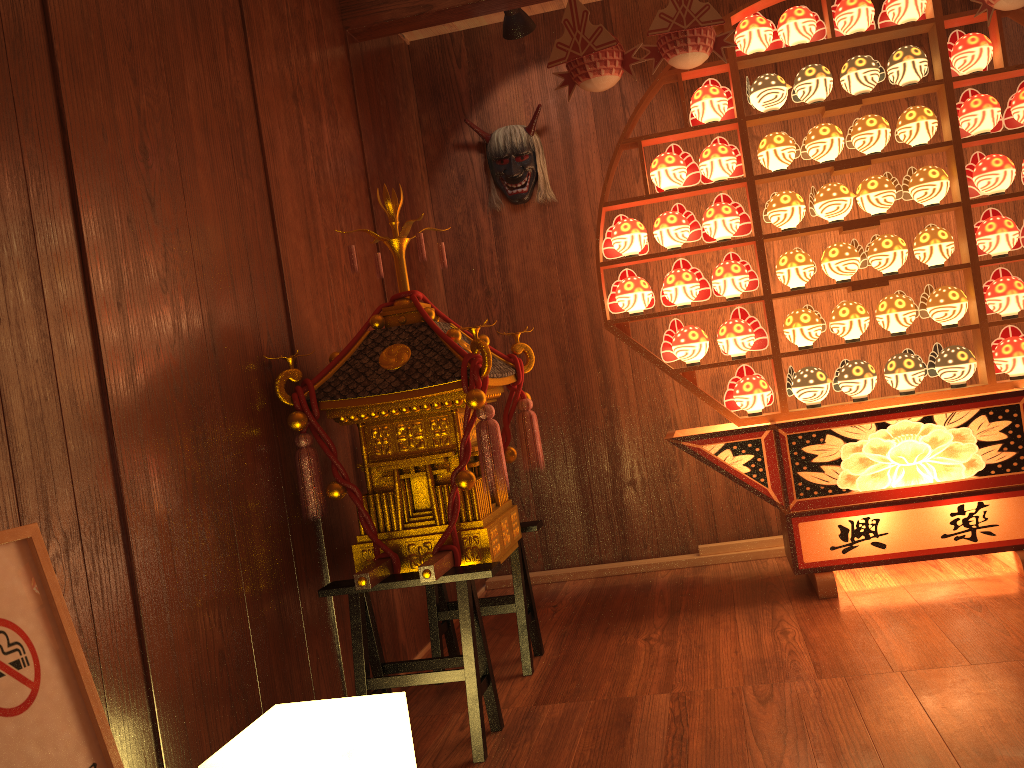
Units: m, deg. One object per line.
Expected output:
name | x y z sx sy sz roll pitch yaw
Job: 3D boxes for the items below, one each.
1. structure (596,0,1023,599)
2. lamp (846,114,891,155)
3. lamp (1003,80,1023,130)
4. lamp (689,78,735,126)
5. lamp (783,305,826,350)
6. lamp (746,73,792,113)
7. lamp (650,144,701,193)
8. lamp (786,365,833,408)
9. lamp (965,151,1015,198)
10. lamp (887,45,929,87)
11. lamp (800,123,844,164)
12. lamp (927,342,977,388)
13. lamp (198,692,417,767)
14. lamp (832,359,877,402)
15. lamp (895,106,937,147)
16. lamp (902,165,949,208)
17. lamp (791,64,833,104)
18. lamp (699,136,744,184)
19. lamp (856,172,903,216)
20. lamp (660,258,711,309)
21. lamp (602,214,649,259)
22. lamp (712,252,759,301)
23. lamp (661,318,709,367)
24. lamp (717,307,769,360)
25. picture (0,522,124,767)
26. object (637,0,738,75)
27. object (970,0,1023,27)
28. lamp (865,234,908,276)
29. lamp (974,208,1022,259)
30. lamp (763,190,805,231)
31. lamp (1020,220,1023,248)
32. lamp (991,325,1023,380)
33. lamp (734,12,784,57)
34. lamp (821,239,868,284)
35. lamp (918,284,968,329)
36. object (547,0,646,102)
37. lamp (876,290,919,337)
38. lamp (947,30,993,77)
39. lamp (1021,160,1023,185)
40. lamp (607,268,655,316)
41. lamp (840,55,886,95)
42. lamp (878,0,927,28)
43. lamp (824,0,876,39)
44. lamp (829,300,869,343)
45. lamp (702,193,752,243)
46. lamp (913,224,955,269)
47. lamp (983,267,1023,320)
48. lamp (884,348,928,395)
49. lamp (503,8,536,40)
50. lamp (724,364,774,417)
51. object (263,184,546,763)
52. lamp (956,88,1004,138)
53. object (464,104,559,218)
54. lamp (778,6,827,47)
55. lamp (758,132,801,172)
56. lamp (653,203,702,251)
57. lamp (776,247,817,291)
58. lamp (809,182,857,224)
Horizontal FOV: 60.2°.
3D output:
structure | 1.304 -0.396 3.253 1.940 2.195 0.495 -9 0 9
lamp | 1.317 -0.916 3.234 0.141 0.167 0.155 -9 0 -9
lamp | 1.853 -1.010 3.150 0.184 0.195 0.161 -8 0 25
lamp | 0.735 -1.067 3.316 0.195 0.200 0.161 -8 0 25
lamp | 1.079 -0.211 3.292 0.134 0.167 0.162 -8 0 41
lamp | 0.965 -1.086 3.293 0.153 0.167 0.143 -8 0 26
lamp | 0.586 -0.822 3.348 0.194 0.200 0.162 -8 0 35
lamp | 1.122 0.004 3.294 0.151 0.167 0.144 -8 0 41
lamp | 1.736 -0.766 3.175 0.192 0.187 0.155 -9 0 -10
lamp | 1.433 -1.159 3.208 0.136 0.173 0.161 -8 0 26
lamp | 1.157 -0.889 3.258 0.141 0.161 0.155 -9 0 -9
lamp | 1.621 -0.074 3.216 0.143 0.173 0.153 -9 0 -24
lamp | -0.356 0.795 1.651 0.277 0.315 0.283 -8 0 11
lamp | 1.280 -0.017 3.265 0.141 0.161 0.155 -9 0 -9
lamp | 1.470 -0.942 3.208 0.137 0.173 0.159 -8 0 16
lamp | 1.520 -0.726 3.211 0.143 0.173 0.153 -9 0 -19
lamp | 1.114 -1.105 3.257 0.139 0.161 0.157 -9 0 1
lamp | 0.768 -0.847 3.317 0.184 0.195 0.161 -8 0 25
lamp | 1.331 -0.695 3.249 0.161 0.167 0.135 -9 0 -24
lamp | 0.637 -0.384 3.350 0.196 0.200 0.160 -8 0 20
lamp | 0.448 -0.572 3.374 0.192 0.187 0.155 -9 0 -10
lamp | 0.817 -0.408 3.322 0.178 0.192 0.161 -8 0 25
lamp | 0.681 -0.165 3.356 0.191 0.194 0.152 -9 0 -30
lamp | 0.836 -0.191 3.325 0.194 0.200 0.162 -8 0 35
picture | -0.677 0.604 1.179 0.211 0.787 0.408 -8 0 16
object | 0.601 -1.249 3.088 0.344 0.306 0.217 -9 0 10
object | 1.642 -1.392 2.923 0.244 0.314 0.359 -9 0 -12
lamp | 1.379 -0.479 3.236 0.140 0.167 0.156 -9 0 -4
lamp | 1.744 -0.548 3.179 0.185 0.195 0.160 -8 0 20
lamp | 1.022 -0.648 3.282 0.141 0.167 0.155 -9 0 -9
lamp | 1.944 -0.581 3.149 0.201 0.200 0.156 -9 0 -5
lamp | 1.811 -0.115 3.185 0.189 0.197 0.161 -8 0 25
lamp | 0.895 -1.314 3.284 0.196 0.200 0.160 -8 0 20
lamp | 1.209 -0.451 3.270 0.160 0.161 0.137 -9 0 -15
lamp | 1.587 -0.290 3.212 0.143 0.173 0.153 -9 0 -24
object | 0.286 -1.192 3.130 0.353 0.311 0.246 -8 0 36
lamp | 1.404 -0.260 3.242 0.134 0.167 0.162 -8 0 41
lamp | 1.654 -1.205 3.174 0.201 0.200 0.156 -9 0 -5
lamp | 1.894 -0.792 3.153 0.175 0.191 0.162 -8 0 41
lamp | 0.464 -0.356 3.377 0.190 0.195 0.156 -9 0 -5
lamp | 1.270 -1.131 3.240 0.162 0.167 0.134 -9 0 -39
lamp | 1.427 -1.388 3.202 0.186 0.188 0.160 -8 0 15
lamp | 1.252 -1.368 3.229 0.200 0.200 0.157 -9 0 0
lamp | 1.248 -0.234 3.262 0.137 0.161 0.159 -8 0 11
lamp | 0.782 -0.629 3.321 0.195 0.200 0.161 -8 0 25
lamp | 1.531 -0.505 3.213 0.136 0.173 0.161 -8 0 26
lamp | 1.780 -0.330 3.180 0.182 0.194 0.160 -8 0 20
lamp | 1.436 -0.043 3.243 0.134 0.167 0.162 -8 0 41
lamp | 0.024 -1.445 3.485 0.136 0.176 0.174 -9 0 -3
lamp | 0.903 0.021 3.325 0.195 0.197 0.157 -9 0 0
object | -0.244 0.177 2.552 0.600 1.514 0.818 -8 0 11
lamp | 1.680 -0.987 3.175 0.198 0.200 0.159 -9 0 10
object | 0.008 -0.983 3.962 0.360 0.453 0.139 -8 0 9
lamp | 1.046 -1.326 3.266 0.164 0.179 0.162 -8 0 41
lamp | 0.980 -0.865 3.288 0.134 0.167 0.162 -8 0 41
lamp | 0.599 -0.597 3.353 0.175 0.191 0.162 -8 0 41
lamp | 1.050 -0.430 3.288 0.135 0.167 0.161 -8 0 31
lamp | 1.196 -0.672 3.264 0.151 0.161 0.144 -8 0 41
